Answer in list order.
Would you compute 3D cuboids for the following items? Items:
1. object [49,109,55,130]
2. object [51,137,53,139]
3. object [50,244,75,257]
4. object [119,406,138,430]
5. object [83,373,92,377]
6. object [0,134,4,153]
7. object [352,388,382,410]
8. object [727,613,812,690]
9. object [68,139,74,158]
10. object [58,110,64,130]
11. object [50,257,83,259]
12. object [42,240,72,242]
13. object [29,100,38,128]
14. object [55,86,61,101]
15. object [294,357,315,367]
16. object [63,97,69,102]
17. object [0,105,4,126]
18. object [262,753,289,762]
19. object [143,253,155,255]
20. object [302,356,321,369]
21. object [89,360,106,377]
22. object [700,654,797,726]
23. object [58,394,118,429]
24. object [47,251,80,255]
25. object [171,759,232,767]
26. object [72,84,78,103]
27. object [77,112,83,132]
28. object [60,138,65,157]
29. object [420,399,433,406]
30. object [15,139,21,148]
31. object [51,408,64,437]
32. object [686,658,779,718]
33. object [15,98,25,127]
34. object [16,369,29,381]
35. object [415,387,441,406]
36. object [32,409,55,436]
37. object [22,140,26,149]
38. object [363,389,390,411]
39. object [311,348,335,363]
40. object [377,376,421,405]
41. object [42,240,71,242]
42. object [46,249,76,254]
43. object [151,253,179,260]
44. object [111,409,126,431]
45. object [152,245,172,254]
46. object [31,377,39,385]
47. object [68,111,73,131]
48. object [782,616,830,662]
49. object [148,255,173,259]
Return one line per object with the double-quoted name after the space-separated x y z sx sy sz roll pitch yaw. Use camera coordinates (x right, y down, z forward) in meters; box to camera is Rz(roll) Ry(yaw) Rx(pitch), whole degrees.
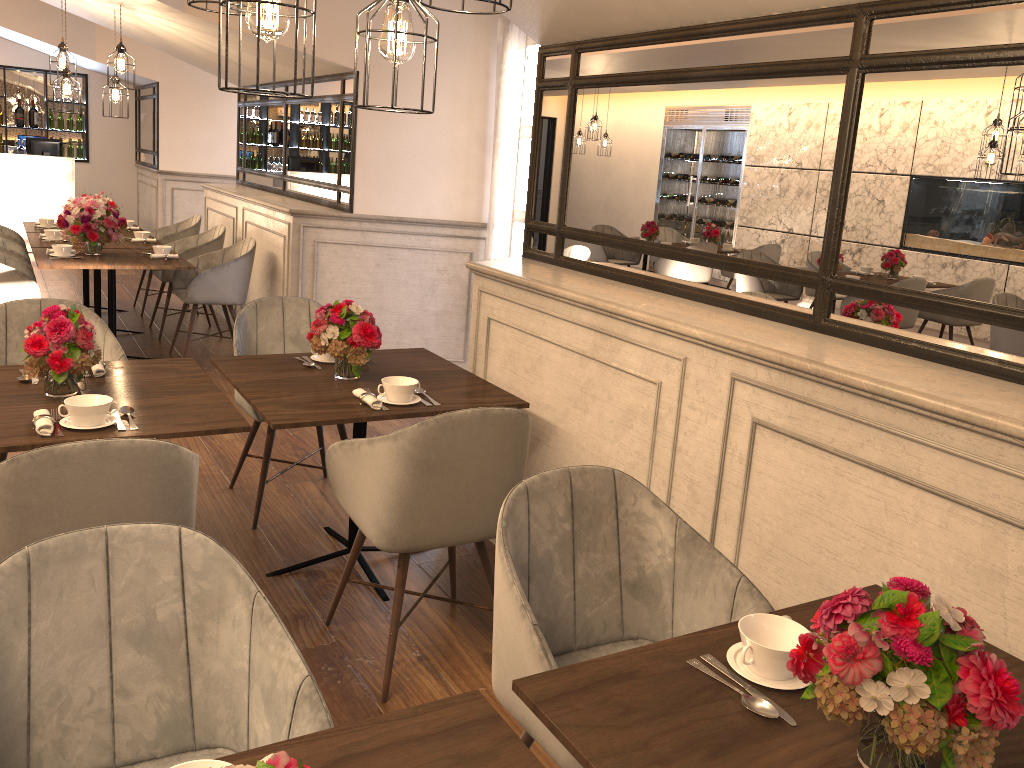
-6.022 -3.464 11.581 0.066 0.260 0.066 13 14 37 "object"
-6.050 -3.113 11.650 0.066 0.260 0.066 13 14 37 "object"
-2.891 -0.855 5.693 0.148 0.071 0.150 7 14 11 "object"
-1.108 0.097 2.576 0.043 0.014 0.199 -5 17 -33 "object"
-1.457 -0.049 3.029 0.025 0.024 0.194 -3 16 -30 "object"
-6.552 -3.077 11.358 0.066 0.258 0.066 13 14 37 "object"
-0.477 0.047 2.919 0.056 0.038 0.177 -3 16 -30 "object"
0.445 0.456 1.511 0.149 0.071 0.149 11 15 26 "object"
-5.859 -3.125 11.761 0.066 0.258 0.066 13 14 37 "object"
-5.927 -3.469 11.637 0.066 0.258 0.066 13 14 37 "object"
-2.820 -0.800 5.613 0.197 0.014 0.043 -5 17 -34 "object"
-3.297 -1.038 6.433 0.211 0.004 0.022 -4 16 -30 "object"
-6.185 -3.492 11.446 0.104 0.355 0.105 4 11 -4 "object"
-5.915 -3.805 11.526 0.070 0.233 0.041 -2 13 -31 "object"
-0.796 -0.087 3.404 0.043 0.014 0.199 -2 16 -26 "object"
-5.828 -3.811 11.577 0.070 0.233 0.041 -2 13 -31 "object"
-6.524 -3.428 11.289 0.066 0.258 0.066 13 14 37 "object"
-0.274 0.522 1.096 0.056 0.038 0.177 -3 16 -30 "object"
-2.459 -0.900 6.121 0.197 0.014 0.043 -5 17 -34 "object"
-0.769 -0.082 3.413 0.022 0.004 0.213 -4 16 -30 "object"
-1.432 -0.061 3.053 0.056 0.038 0.177 -3 16 -30 "object"
0.388 0.500 1.456 0.022 0.004 0.213 -4 16 -30 "object"
-1.194 0.080 2.497 0.149 0.071 0.149 11 15 26 "object"
-2.924 -0.853 5.769 0.193 0.024 0.025 -4 15 -30 "object"
-0.371 0.512 1.035 0.149 0.071 0.149 11 15 26 "object"
-5.741 -3.817 11.627 0.070 0.233 0.041 -2 13 -31 "object"
-5.736 -3.482 11.748 0.066 0.258 0.066 13 14 37 "object"
-5.955 -3.118 11.706 0.066 0.258 0.066 13 14 37 "object"
-0.326 0.046 3.041 0.022 0.004 0.213 -4 16 -30 "object"
-6.393 -3.060 11.457 0.065 0.205 0.066 7 12 14 "object"
-1.269 0.106 2.470 0.025 0.024 0.194 -3 16 -30 "object"
0.361 0.495 1.447 0.043 0.014 0.199 -2 16 -26 "object"
-6.322 -3.482 11.370 0.104 0.355 0.105 9 12 21 "object"
-1.612 -0.031 2.928 0.043 0.014 0.199 -2 16 -26 "object"
-0.292 0.040 3.052 0.043 0.014 0.199 -5 17 -33 "object"
-1.294 0.104 2.443 0.056 0.038 0.177 -3 16 -30 "object"
-6.325 -3.065 11.496 0.065 0.205 0.066 7 12 14 "object"
-0.453 0.050 2.945 0.025 0.024 0.194 -3 16 -30 "object"
-0.713 -0.126 3.468 0.149 0.071 0.149 11 15 26 "object"
-0.378 0.024 2.973 0.149 0.071 0.149 11 15 26 "object"
-3.285 -1.034 6.399 0.197 0.014 0.043 -5 17 -34 "object"
-2.949 -0.868 5.792 0.176 0.038 0.056 -4 15 -30 "object"
-2.328 -0.856 5.937 0.176 0.038 0.056 -4 15 -30 "object"
-1.142 0.103 2.565 0.022 0.004 0.213 -4 16 -30 "object"
-2.383 -0.901 6.030 0.148 0.071 0.150 7 14 11 "object"
-1.585 -0.025 2.937 0.022 0.004 0.213 -4 16 -30 "object"
-5.832 -3.476 11.693 0.066 0.258 0.066 13 14 37 "object"
0.542 0.465 1.572 0.056 0.038 0.177 -3 16 -30 "object"
-2.354 -0.857 5.962 0.193 0.024 0.025 -4 15 -30 "object"
